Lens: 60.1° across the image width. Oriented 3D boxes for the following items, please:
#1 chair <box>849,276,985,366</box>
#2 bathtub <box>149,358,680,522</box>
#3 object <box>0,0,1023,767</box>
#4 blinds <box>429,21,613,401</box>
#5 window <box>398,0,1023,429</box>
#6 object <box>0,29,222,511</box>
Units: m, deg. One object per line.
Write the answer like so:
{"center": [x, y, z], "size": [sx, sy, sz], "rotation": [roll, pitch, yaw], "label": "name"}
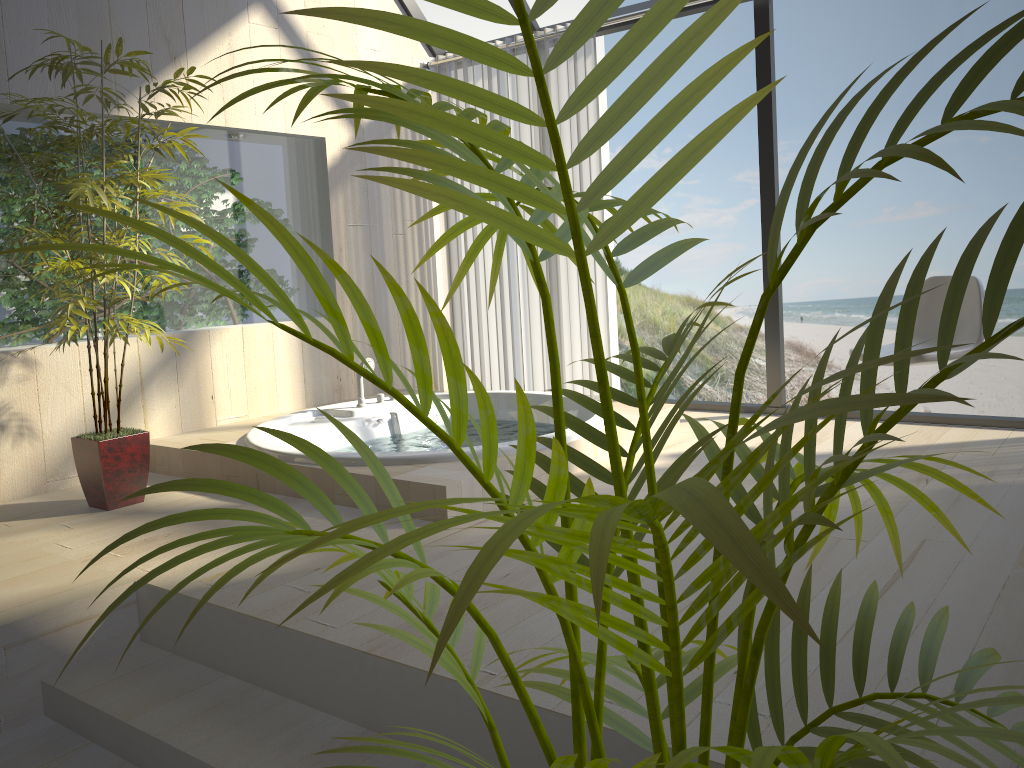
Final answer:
{"center": [1.635, -0.251, 3.545], "size": [0.455, 0.346, 0.370], "rotation": [-6, 7, -24], "label": "chair"}
{"center": [-0.438, 0.247, 4.029], "size": [1.822, 0.695, 1.655], "rotation": [2, 9, 37], "label": "bathtub"}
{"center": [0.054, 0.140, 0.662], "size": [0.752, 1.151, 0.919], "rotation": [-5, 6, -19], "label": "object"}
{"center": [0.045, -0.943, 5.119], "size": [1.183, 2.061, 0.084], "rotation": [1, 6, 37], "label": "blinds"}
{"center": [1.215, -1.195, 3.953], "size": [4.563, 2.800, 0.748], "rotation": [2, 7, 37], "label": "window"}
{"center": [-1.581, -0.415, 3.323], "size": [0.937, 1.748, 0.789], "rotation": [-6, 5, -28], "label": "object"}
